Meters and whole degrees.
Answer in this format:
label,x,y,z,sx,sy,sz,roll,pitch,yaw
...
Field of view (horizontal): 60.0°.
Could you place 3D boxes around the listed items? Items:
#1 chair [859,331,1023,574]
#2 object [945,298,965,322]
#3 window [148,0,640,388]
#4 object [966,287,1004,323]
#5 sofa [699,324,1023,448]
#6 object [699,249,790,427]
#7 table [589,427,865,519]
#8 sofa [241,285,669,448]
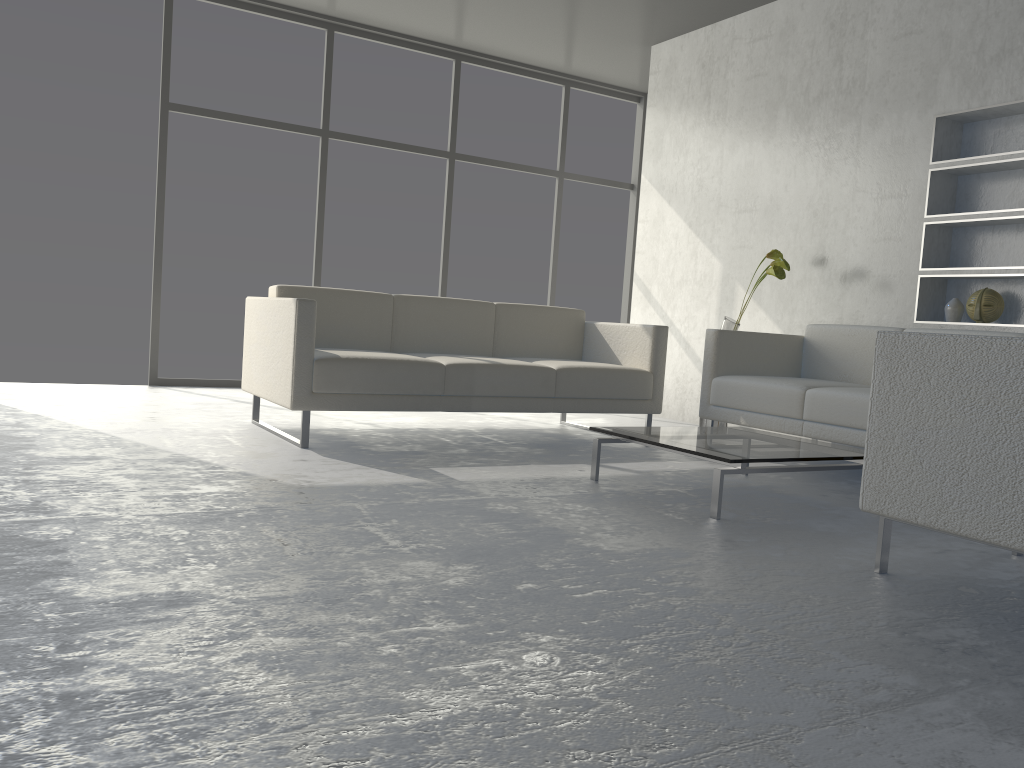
label,x,y,z,sx,sy,sz,roll,pitch,yaw
chair,1.370,0.178,2.001,0.748,0.662,0.821,2,5,-31
object,2.111,-0.346,4.232,0.086,0.128,0.086,3,4,-20
window,-0.455,-1.170,6.554,4.080,2.477,0.037,2,5,-31
object,2.166,-0.359,4.089,0.088,0.179,0.163,1,5,-41
sofa,1.740,0.086,3.752,0.821,0.658,1.881,2,5,-31
object,1.250,-0.206,4.685,0.387,1.051,0.400,4,4,-3
table,0.793,0.296,3.168,0.773,0.190,0.730,2,5,-31
sofa,-0.242,-0.086,4.272,1.881,0.658,0.821,2,5,-31
